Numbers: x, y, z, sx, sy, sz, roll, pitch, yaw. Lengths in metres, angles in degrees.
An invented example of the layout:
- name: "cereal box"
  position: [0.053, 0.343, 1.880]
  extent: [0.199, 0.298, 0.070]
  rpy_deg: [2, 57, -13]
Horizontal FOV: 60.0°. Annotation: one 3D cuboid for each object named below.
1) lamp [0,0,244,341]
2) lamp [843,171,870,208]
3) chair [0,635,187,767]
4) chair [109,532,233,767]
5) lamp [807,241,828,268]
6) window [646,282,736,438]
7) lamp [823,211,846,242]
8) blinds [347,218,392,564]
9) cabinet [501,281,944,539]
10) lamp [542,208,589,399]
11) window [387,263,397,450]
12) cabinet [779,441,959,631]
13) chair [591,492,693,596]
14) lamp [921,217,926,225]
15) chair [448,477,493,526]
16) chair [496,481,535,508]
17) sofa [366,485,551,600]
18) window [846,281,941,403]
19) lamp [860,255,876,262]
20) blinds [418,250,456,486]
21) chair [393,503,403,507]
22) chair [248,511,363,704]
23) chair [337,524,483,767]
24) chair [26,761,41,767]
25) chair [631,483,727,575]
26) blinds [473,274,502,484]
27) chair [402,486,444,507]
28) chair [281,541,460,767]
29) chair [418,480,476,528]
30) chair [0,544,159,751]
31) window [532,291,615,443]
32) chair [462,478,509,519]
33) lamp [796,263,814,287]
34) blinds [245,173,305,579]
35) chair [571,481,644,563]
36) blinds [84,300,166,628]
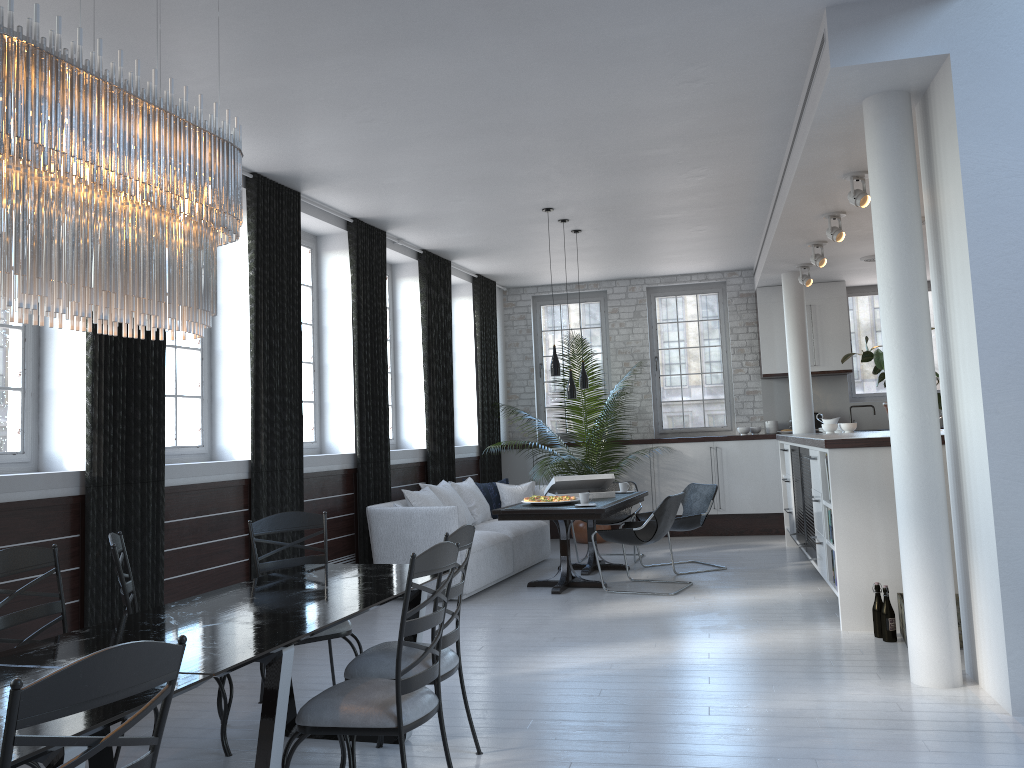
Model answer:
- name: "lamp"
  position: [-1.299, -0.985, 2.707]
  extent: [0.440, 1.632, 1.269]
  rpy_deg: [-4, -5, 18]
- name: "lamp"
  position: [2.394, -1.328, 6.116]
  extent: [0.183, 0.239, 0.182]
  rpy_deg: [-4, -5, 16]
- name: "chair"
  position: [-0.940, 0.971, 1.630]
  extent: [0.503, 0.968, 0.495]
  rpy_deg: [-4, -5, 20]
- name: "chair"
  position: [-1.516, 1.132, 3.943]
  extent: [0.503, 0.968, 0.494]
  rpy_deg: [0, -6, -20]
- name: "lamp"
  position: [2.897, -1.215, 8.379]
  extent: [0.183, 0.239, 0.182]
  rpy_deg: [-4, -5, 16]
- name: "window"
  position: [3.736, -0.438, 15.854]
  extent: [8.131, 6.092, 9.121]
  rpy_deg: [-3, -4, 12]
- name: "lamp"
  position: [2.646, -1.271, 7.248]
  extent: [0.183, 0.239, 0.182]
  rpy_deg: [-4, -5, 16]
- name: "blinds"
  position: [-1.263, 0.182, 8.053]
  extent: [0.098, 3.326, 0.622]
  rpy_deg: [-4, -6, 19]
- name: "cabinet"
  position: [2.658, 0.155, 7.828]
  extent: [7.225, 3.011, 7.280]
  rpy_deg: [-3, -4, 12]
- name: "lamp"
  position: [0.516, -0.786, 8.296]
  extent: [0.114, 1.859, 1.052]
  rpy_deg: [-4, -5, 20]
- name: "window"
  position: [-1.414, -0.318, 8.992]
  extent: [0.133, 1.998, 1.030]
  rpy_deg: [-4, -5, 18]
- name: "cabinet"
  position: [3.179, 1.033, 7.489]
  extent: [1.499, 1.175, 4.158]
  rpy_deg: [-3, -4, 12]
- name: "chair"
  position: [1.100, 1.314, 7.425]
  extent: [0.664, 0.781, 0.669]
  rpy_deg: [-5, -5, 27]
- name: "lamp"
  position: [3.456, -1.393, 7.651]
  extent: [0.328, 0.025, 0.328]
  rpy_deg: [-3, -4, 17]
- name: "chair"
  position: [-0.433, 1.180, 8.936]
  extent: [0.374, 0.466, 0.564]
  rpy_deg: [-4, -5, 20]
- name: "chair"
  position: [0.063, 1.244, 9.343]
  extent: [0.457, 0.440, 0.219]
  rpy_deg: [-1, -5, -18]
- name: "sofa"
  position: [-0.416, 1.436, 8.389]
  extent: [0.919, 0.773, 2.650]
  rpy_deg: [-4, -4, 19]
- name: "window"
  position: [4.802, -0.527, 11.008]
  extent: [1.298, 1.464, 0.132]
  rpy_deg: [-3, -6, 12]
- name: "lamp"
  position: [3.813, -1.313, 9.258]
  extent: [0.328, 0.025, 0.327]
  rpy_deg: [-2, -3, -13]
- name: "blinds"
  position: [-0.761, 0.249, 9.542]
  extent: [0.111, 3.326, 0.737]
  rpy_deg: [-4, -6, 18]
- name: "chair"
  position: [-0.869, 1.209, 7.499]
  extent: [0.234, 0.396, 0.466]
  rpy_deg: [-1, -5, -19]
- name: "chair"
  position: [-1.047, 1.143, 4.455]
  extent: [0.496, 0.968, 0.501]
  rpy_deg: [0, -6, -24]
- name: "chair"
  position: [-0.412, 1.065, 3.594]
  extent: [0.503, 0.968, 0.495]
  rpy_deg: [-4, -5, 12]
- name: "chair"
  position: [-1.772, 1.063, 2.675]
  extent: [0.503, 0.959, 0.489]
  rpy_deg: [-3, -5, 11]
- name: "chair"
  position: [1.573, 1.349, 8.356]
  extent: [0.665, 0.781, 0.668]
  rpy_deg: [0, -5, -22]
- name: "blinds"
  position: [-0.282, 0.318, 11.040]
  extent: [0.102, 3.326, 0.621]
  rpy_deg: [-4, -6, 18]
- name: "chair"
  position: [-0.746, 1.155, 8.032]
  extent: [0.360, 0.438, 0.528]
  rpy_deg: [-4, -5, 20]
- name: "chair"
  position: [-0.458, 1.034, 3.031]
  extent: [0.503, 0.968, 0.495]
  rpy_deg: [-4, -5, 17]
- name: "chair"
  position: [-0.595, 1.181, 8.479]
  extent: [0.391, 0.508, 0.596]
  rpy_deg: [-4, -5, 19]
- name: "chair"
  position: [-1.685, 1.105, 3.354]
  extent: [0.503, 0.968, 0.495]
  rpy_deg: [-4, -5, 16]
- name: "window"
  position: [0.819, -0.229, 11.864]
  extent: [1.033, 1.998, 0.132]
  rpy_deg: [-4, -6, 12]
- name: "chair"
  position: [-0.274, 1.233, 9.354]
  extent: [0.624, 0.501, 0.332]
  rpy_deg: [1, -6, -37]
- name: "lamp"
  position: [3.149, -1.159, 9.511]
  extent: [0.183, 0.239, 0.182]
  rpy_deg: [-4, -5, 16]
- name: "blinds"
  position: [-1.757, 0.119, 6.627]
  extent: [0.102, 3.326, 0.621]
  rpy_deg: [-4, -6, 18]
- name: "chair"
  position: [1.005, 1.419, 9.137]
  extent: [0.670, 0.781, 0.663]
  rpy_deg: [-4, -5, 18]
- name: "blinds"
  position: [-2.237, 0.053, 5.167]
  extent: [0.087, 3.326, 0.621]
  rpy_deg: [-4, -6, 18]
